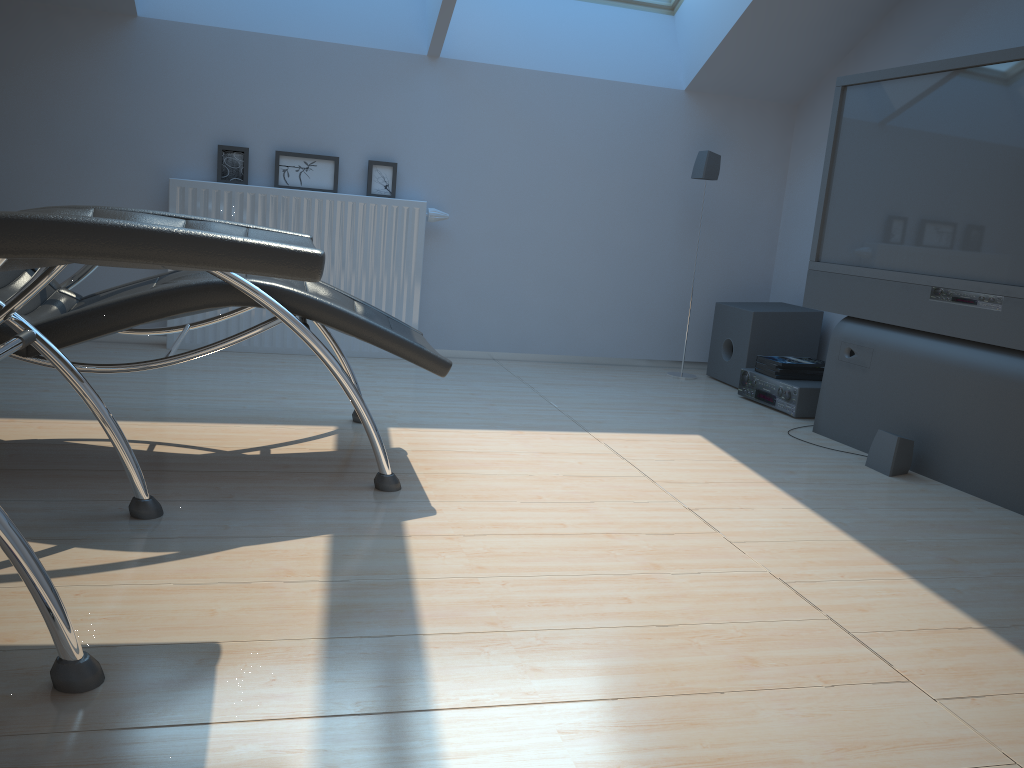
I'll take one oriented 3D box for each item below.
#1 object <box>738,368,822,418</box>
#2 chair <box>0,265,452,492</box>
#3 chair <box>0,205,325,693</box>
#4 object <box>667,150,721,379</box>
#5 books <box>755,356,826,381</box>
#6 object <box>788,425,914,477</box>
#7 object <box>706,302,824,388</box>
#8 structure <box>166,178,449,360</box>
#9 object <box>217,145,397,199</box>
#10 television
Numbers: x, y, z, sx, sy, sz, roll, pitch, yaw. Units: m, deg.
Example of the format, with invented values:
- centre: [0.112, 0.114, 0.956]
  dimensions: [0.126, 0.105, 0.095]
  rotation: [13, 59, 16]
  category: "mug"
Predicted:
- centre: [1.339, 0.039, 4.167]
  dimensions: [0.358, 0.138, 0.450]
  rotation: [1, 12, -20]
  category: "object"
- centre: [-1.149, -0.431, 2.503]
  dimensions: [1.938, 1.251, 0.836]
  rotation: [2, 11, -15]
  category: "chair"
- centre: [-1.411, -0.105, 1.475]
  dimensions: [2.114, 0.953, 0.836]
  rotation: [2, 11, -15]
  category: "chair"
- centre: [0.965, -0.618, 4.671]
  dimensions: [0.158, 1.181, 0.160]
  rotation: [2, 11, -15]
  category: "object"
- centre: [0.092, 0.240, 2.337]
  dimensions: [1.045, 0.222, 4.790]
  rotation: [15, 14, 41]
  category: "books"
- centre: [1.342, 0.145, 3.643]
  dimensions: [0.394, 0.141, 1.163]
  rotation: [8, 11, 13]
  category: "object"
- centre: [1.320, -0.209, 4.669]
  dimensions: [0.401, 0.424, 0.400]
  rotation: [2, 11, -15]
  category: "object"
- centre: [-0.989, -0.544, 4.380]
  dimensions: [1.324, 0.800, 0.120]
  rotation: [2, 11, -15]
  category: "structure"
- centre: [-0.986, -1.024, 4.306]
  dimensions: [0.846, 0.180, 0.030]
  rotation: [2, 11, -15]
  category: "object"
- centre: [1.701, -0.379, 3.065]
  dimensions: [0.400, 1.446, 1.686]
  rotation: [1, 12, -20]
  category: "television"
